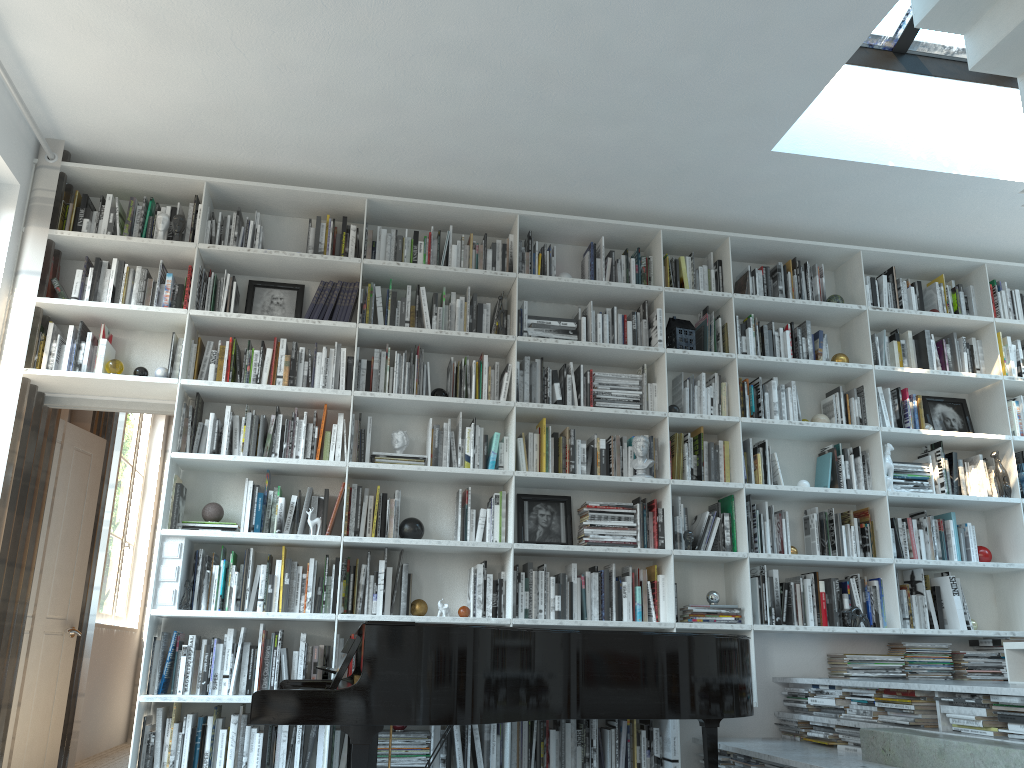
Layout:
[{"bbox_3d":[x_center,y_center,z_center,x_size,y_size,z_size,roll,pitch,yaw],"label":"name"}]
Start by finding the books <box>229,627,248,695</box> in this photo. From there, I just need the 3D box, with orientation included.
[{"bbox_3d":[-1.305,1.321,4.232,0.039,0.306,0.173,4,-17,-10],"label":"books"}]

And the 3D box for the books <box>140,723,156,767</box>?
[{"bbox_3d":[-1.671,1.679,4.076,0.023,0.215,0.159,4,-17,-10],"label":"books"}]

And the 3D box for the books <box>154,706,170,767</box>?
[{"bbox_3d":[-1.614,1.642,4.086,0.044,0.292,0.182,4,-17,-10],"label":"books"}]

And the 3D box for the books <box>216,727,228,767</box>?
[{"bbox_3d":[-1.338,1.703,4.110,0.030,0.201,0.168,4,-17,-10],"label":"books"}]

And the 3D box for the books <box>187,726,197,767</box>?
[{"bbox_3d":[-1.472,1.697,4.106,0.022,0.205,0.159,4,-17,-10],"label":"books"}]

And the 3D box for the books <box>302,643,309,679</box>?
[{"bbox_3d":[-0.997,1.373,4.270,0.011,0.239,0.175,4,-17,-10],"label":"books"}]

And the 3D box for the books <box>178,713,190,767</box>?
[{"bbox_3d":[-1.507,1.661,4.087,0.013,0.261,0.174,4,-17,-10],"label":"books"}]

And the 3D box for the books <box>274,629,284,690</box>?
[{"bbox_3d":[-1.123,1.339,4.271,0.013,0.300,0.173,4,-17,-10],"label":"books"}]

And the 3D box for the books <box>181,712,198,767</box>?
[{"bbox_3d":[-1.490,1.662,4.096,0.023,0.265,0.177,4,-17,-10],"label":"books"}]

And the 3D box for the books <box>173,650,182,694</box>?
[{"bbox_3d":[-1.565,1.361,4.190,0.024,0.197,0.148,4,-17,-10],"label":"books"}]

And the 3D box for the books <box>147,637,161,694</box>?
[{"bbox_3d":[-1.682,1.325,4.179,0.012,0.253,0.161,4,-17,-10],"label":"books"}]

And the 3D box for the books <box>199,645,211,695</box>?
[{"bbox_3d":[-1.438,1.350,4.193,0.028,0.222,0.189,4,-17,-10],"label":"books"}]

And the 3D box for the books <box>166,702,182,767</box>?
[{"bbox_3d":[-1.564,1.635,4.102,0.011,0.317,0.158,4,-17,-10],"label":"books"}]

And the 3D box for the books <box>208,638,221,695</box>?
[{"bbox_3d":[-1.406,1.338,4.200,0.010,0.251,0.178,4,-17,-10],"label":"books"}]

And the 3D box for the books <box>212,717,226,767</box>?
[{"bbox_3d":[-1.368,1.687,4.135,0.022,0.245,0.135,4,-17,-10],"label":"books"}]

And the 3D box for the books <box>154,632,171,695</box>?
[{"bbox_3d":[-1.637,1.309,4.161,0.011,0.276,0.190,4,-17,-10],"label":"books"}]

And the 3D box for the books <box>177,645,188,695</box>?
[{"bbox_3d":[-1.538,1.345,4.177,0.022,0.220,0.188,4,-17,-10],"label":"books"}]

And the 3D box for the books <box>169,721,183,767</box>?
[{"bbox_3d":[-1.548,1.679,4.086,0.022,0.225,0.155,4,-17,-10],"label":"books"}]

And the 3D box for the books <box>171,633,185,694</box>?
[{"bbox_3d":[-1.581,1.323,4.198,0.010,0.272,0.150,4,-17,-10],"label":"books"}]

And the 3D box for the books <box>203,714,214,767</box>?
[{"bbox_3d":[-1.404,1.677,4.124,0.027,0.256,0.160,4,-17,-10],"label":"books"}]

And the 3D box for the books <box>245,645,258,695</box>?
[{"bbox_3d":[-1.246,1.370,4.248,0.028,0.224,0.134,4,-17,-10],"label":"books"}]

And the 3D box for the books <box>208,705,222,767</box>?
[{"bbox_3d":[-1.381,1.654,4.120,0.013,0.299,0.184,4,-17,-10],"label":"books"}]

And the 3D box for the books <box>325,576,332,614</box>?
[{"bbox_3d":[-0.914,1.059,4.417,0.023,0.186,0.131,4,-17,-10],"label":"books"}]

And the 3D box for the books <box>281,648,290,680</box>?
[{"bbox_3d":[-1.088,1.383,4.267,0.059,0.215,0.178,4,-17,-10],"label":"books"}]

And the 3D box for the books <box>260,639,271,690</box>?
[{"bbox_3d":[-1.181,1.362,4.269,0.029,0.253,0.153,4,-17,-10],"label":"books"}]

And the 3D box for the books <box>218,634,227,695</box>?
[{"bbox_3d":[-1.373,1.340,4.240,0.013,0.273,0.146,4,-17,-10],"label":"books"}]

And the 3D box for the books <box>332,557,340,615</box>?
[{"bbox_3d":[-0.879,1.015,4.433,0.024,0.279,0.136,4,-17,-10],"label":"books"}]

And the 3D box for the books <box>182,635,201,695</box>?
[{"bbox_3d":[-1.513,1.327,4.194,0.029,0.265,0.172,4,-17,-10],"label":"books"}]

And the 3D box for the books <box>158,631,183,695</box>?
[{"bbox_3d":[-1.608,1.310,4.175,0.052,0.282,0.173,4,-17,-10],"label":"books"}]

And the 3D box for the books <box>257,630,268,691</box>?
[{"bbox_3d":[-1.197,1.336,4.254,0.012,0.294,0.177,4,-17,-10],"label":"books"}]

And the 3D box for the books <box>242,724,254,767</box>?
[{"bbox_3d":[-1.231,1.704,4.135,0.021,0.217,0.191,4,-17,-10],"label":"books"}]

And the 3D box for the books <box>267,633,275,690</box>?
[{"bbox_3d":[-1.160,1.350,4.279,0.013,0.283,0.139,4,-17,-10],"label":"books"}]

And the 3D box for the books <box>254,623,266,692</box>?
[{"bbox_3d":[-1.208,1.318,4.248,0.014,0.324,0.171,4,-17,-10],"label":"books"}]

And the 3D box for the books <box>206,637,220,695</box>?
[{"bbox_3d":[-1.418,1.336,4.203,0.013,0.256,0.190,4,-17,-10],"label":"books"}]

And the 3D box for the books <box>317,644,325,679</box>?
[{"bbox_3d":[-0.932,1.389,4.309,0.026,0.235,0.141,4,-17,-10],"label":"books"}]

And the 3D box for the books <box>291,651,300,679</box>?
[{"bbox_3d":[-1.048,1.398,4.290,0.030,0.202,0.142,4,-17,-10],"label":"books"}]

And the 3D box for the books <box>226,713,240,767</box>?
[{"bbox_3d":[-1.294,1.676,4.131,0.031,0.265,0.187,4,-17,-10],"label":"books"}]

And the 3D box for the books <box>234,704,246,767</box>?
[{"bbox_3d":[-1.275,1.665,4.157,0.014,0.303,0.140,4,-17,-10],"label":"books"}]

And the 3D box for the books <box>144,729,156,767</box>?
[{"bbox_3d":[-1.641,1.685,4.052,0.029,0.190,0.177,4,-17,-10],"label":"books"}]

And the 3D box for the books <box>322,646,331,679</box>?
[{"bbox_3d":[-0.903,1.390,4.304,0.030,0.230,0.151,4,-17,-10],"label":"books"}]

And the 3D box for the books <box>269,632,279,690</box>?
[{"bbox_3d":[-1.141,1.345,4.271,0.022,0.289,0.138,4,-17,-10],"label":"books"}]

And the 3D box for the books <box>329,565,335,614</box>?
[{"bbox_3d":[-0.892,1.027,4.403,0.010,0.239,0.175,4,-17,-10],"label":"books"}]

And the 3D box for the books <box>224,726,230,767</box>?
[{"bbox_3d":[-1.322,1.709,4.143,0.014,0.210,0.146,4,-17,-10],"label":"books"}]

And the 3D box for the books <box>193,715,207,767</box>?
[{"bbox_3d":[-1.450,1.678,4.120,0.022,0.251,0.140,4,-17,-10],"label":"books"}]

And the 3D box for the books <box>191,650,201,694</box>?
[{"bbox_3d":[-1.491,1.367,4.209,0.025,0.199,0.137,4,-17,-10],"label":"books"}]

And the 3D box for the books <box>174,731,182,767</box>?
[{"bbox_3d":[-1.528,1.702,4.091,0.022,0.185,0.146,4,-17,-10],"label":"books"}]

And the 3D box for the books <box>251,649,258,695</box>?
[{"bbox_3d":[-1.226,1.379,4.249,0.013,0.208,0.155,4,-17,-10],"label":"books"}]

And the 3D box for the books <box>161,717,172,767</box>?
[{"bbox_3d":[-1.582,1.669,4.091,0.024,0.245,0.143,4,-17,-10],"label":"books"}]

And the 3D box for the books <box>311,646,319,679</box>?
[{"bbox_3d":[-0.950,1.380,4.269,0.023,0.227,0.190,4,-17,-10],"label":"books"}]

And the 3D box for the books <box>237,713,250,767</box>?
[{"bbox_3d":[-1.253,1.679,4.138,0.025,0.265,0.160,4,-17,-10],"label":"books"}]

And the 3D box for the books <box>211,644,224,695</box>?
[{"bbox_3d":[-1.390,1.354,4.212,0.028,0.228,0.158,4,-17,-10],"label":"books"}]

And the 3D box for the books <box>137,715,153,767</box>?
[{"bbox_3d":[-1.688,1.659,4.078,0.012,0.253,0.161,4,-17,-10],"label":"books"}]

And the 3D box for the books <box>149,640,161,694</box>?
[{"bbox_3d":[-1.660,1.330,4.167,0.029,0.238,0.155,4,-17,-10],"label":"books"}]

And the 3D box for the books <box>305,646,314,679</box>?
[{"bbox_3d":[-0.984,1.391,4.304,0.030,0.226,0.140,4,-17,-10],"label":"books"}]

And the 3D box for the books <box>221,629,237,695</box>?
[{"bbox_3d":[-1.352,1.327,4.240,0.027,0.298,0.143,4,-17,-10],"label":"books"}]

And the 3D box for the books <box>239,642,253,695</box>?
[{"bbox_3d":[-1.275,1.362,4.249,0.031,0.238,0.132,4,-17,-10],"label":"books"}]

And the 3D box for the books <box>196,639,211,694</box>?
[{"bbox_3d":[-1.468,1.346,4.224,0.022,0.247,0.134,4,-17,-10],"label":"books"}]

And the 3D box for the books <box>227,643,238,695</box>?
[{"bbox_3d":[-1.334,1.361,4.237,0.012,0.232,0.149,4,-17,-10],"label":"books"}]

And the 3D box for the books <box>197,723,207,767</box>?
[{"bbox_3d":[-1.427,1.691,4.110,0.022,0.220,0.163,4,-17,-10],"label":"books"}]

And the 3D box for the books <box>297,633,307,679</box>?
[{"bbox_3d":[-1.019,1.357,4.299,0.025,0.287,0.131,4,-17,-10],"label":"books"}]
